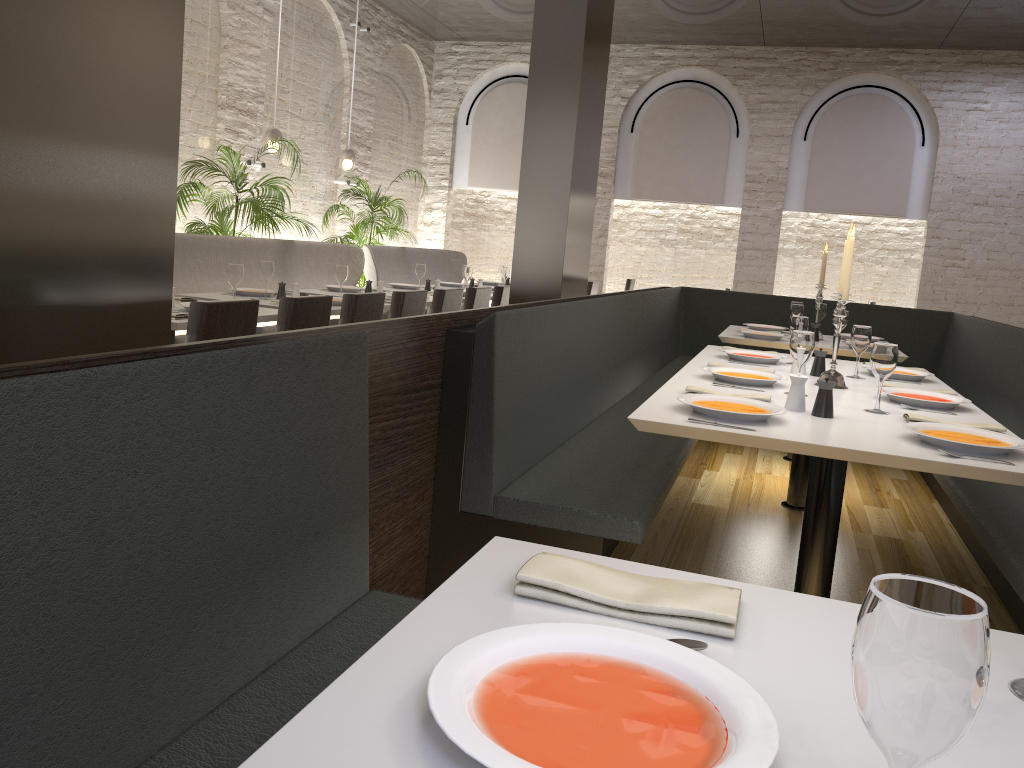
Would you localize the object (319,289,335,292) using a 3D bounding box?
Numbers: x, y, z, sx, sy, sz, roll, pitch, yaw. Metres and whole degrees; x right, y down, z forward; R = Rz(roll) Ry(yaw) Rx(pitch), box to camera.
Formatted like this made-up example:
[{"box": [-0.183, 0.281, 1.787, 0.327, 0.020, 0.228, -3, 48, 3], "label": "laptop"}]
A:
[{"box": [-1.327, -0.680, 6.477, 0.185, 0.010, 0.017, 8, 9, 17], "label": "object"}]

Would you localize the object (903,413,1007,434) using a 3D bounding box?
[{"box": [1.382, 0.125, 2.777, 0.273, 0.033, 0.143, 8, 9, 17], "label": "object"}]

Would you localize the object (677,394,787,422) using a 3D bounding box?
[{"box": [0.651, 0.076, 2.640, 0.322, 0.036, 0.323, 7, 9, 14], "label": "object"}]

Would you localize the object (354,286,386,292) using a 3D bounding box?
[{"box": [-1.149, -0.744, 6.970, 0.273, 0.033, 0.143, 8, 9, 17], "label": "object"}]

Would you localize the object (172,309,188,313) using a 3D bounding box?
[{"box": [-1.514, -0.332, 4.102, 0.181, 0.015, 0.038, 8, 9, 18], "label": "object"}]

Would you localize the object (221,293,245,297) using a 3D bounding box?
[{"box": [-1.677, -0.539, 5.363, 0.185, 0.010, 0.017, 8, 9, 17], "label": "object"}]

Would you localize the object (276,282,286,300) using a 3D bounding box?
[{"box": [-1.402, -0.570, 5.396, 0.059, 0.109, 0.059, 6, 7, 8], "label": "object"}]

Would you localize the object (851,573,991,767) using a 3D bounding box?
[{"box": [0.273, 0.256, 0.616, 0.086, 0.230, 0.087, 9, 8, 28], "label": "object"}]

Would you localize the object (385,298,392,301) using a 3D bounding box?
[{"box": [-0.867, -0.593, 6.151, 0.273, 0.033, 0.143, 8, 9, 17], "label": "object"}]

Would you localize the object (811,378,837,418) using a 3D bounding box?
[{"box": [0.971, 0.043, 2.753, 0.069, 0.126, 0.069, -1, 9, -41], "label": "object"}]

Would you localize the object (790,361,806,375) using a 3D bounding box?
[{"box": [1.250, -0.102, 3.852, 0.069, 0.126, 0.069, 6, 7, 10], "label": "object"}]

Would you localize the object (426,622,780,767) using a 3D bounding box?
[{"box": [0.080, 0.307, 0.824, 0.322, 0.036, 0.322, 11, 11, 36], "label": "object"}]

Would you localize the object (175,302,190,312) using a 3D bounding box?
[{"box": [-1.454, -0.361, 4.274, 0.321, 0.036, 0.323, 5, 9, -1], "label": "object"}]

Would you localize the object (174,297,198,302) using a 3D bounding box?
[{"box": [-1.846, -0.462, 4.752, 0.273, 0.033, 0.143, 8, 9, 17], "label": "object"}]

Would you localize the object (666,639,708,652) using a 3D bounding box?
[{"box": [0.133, 0.289, 1.019, 0.181, 0.015, 0.038, 8, 9, 18], "label": "object"}]

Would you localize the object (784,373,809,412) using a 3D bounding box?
[{"box": [0.908, 0.027, 2.824, 0.069, 0.126, 0.069, 11, 9, 39], "label": "object"}]

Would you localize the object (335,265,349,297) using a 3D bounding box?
[{"box": [-1.087, -0.640, 5.636, 0.086, 0.230, 0.087, 1, 8, -31], "label": "object"}]

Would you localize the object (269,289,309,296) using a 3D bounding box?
[{"box": [-1.499, -0.603, 5.856, 0.273, 0.033, 0.143, 8, 9, 17], "label": "object"}]

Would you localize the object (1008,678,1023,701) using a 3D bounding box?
[{"box": [0.602, 0.231, 0.959, 0.086, 0.230, 0.087, 9, 8, 28], "label": "object"}]

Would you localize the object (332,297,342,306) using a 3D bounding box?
[{"box": [-1.107, -0.502, 5.378, 0.321, 0.036, 0.323, 4, 9, -5], "label": "object"}]

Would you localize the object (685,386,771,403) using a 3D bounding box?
[{"box": [0.728, 0.037, 2.976, 0.273, 0.033, 0.143, 8, 9, 17], "label": "object"}]

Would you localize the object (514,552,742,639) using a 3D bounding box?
[{"box": [0.154, 0.264, 1.147, 0.273, 0.033, 0.143, 8, 9, 17], "label": "object"}]

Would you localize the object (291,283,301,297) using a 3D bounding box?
[{"box": [-1.322, -0.566, 5.419, 0.059, 0.109, 0.059, 6, 7, 8], "label": "object"}]

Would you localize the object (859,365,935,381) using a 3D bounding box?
[{"box": [1.755, -0.046, 4.050, 0.322, 0.036, 0.323, 7, 9, 12], "label": "object"}]

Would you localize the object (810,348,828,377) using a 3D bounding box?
[{"box": [1.327, -0.091, 3.826, 0.069, 0.126, 0.069, 6, 7, 10], "label": "object"}]

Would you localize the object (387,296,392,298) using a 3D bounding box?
[{"box": [-0.817, -0.614, 6.320, 0.181, 0.015, 0.038, 8, 9, 18], "label": "object"}]

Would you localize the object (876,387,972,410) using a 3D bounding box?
[{"box": [1.500, 0.057, 3.241, 0.322, 0.036, 0.322, 11, 11, 36], "label": "object"}]

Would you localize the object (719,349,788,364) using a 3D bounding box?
[{"box": [1.152, -0.127, 4.235, 0.322, 0.036, 0.323, 7, 9, 12], "label": "object"}]

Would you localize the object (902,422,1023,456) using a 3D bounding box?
[{"box": [1.253, 0.157, 2.455, 0.321, 0.036, 0.323, 4, 9, -7], "label": "object"}]

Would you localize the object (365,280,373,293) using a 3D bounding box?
[{"box": [-1.052, -0.712, 6.510, 0.059, 0.109, 0.059, 6, 7, 8], "label": "object"}]

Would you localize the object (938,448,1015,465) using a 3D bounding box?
[{"box": [1.192, 0.187, 2.274, 0.181, 0.015, 0.038, 8, 9, 18], "label": "object"}]

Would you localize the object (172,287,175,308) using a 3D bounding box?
[{"box": [-1.669, -0.426, 4.315, 0.059, 0.109, 0.059, 6, 7, 8], "label": "object"}]

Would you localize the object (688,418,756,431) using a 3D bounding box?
[{"box": [0.577, 0.111, 2.437, 0.185, 0.010, 0.017, 8, 9, 17], "label": "object"}]

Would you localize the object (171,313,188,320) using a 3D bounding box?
[{"box": [-1.563, -0.311, 3.933, 0.273, 0.033, 0.143, 8, 9, 17], "label": "object"}]

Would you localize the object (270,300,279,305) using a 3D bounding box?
[{"box": [-1.216, -0.451, 5.038, 0.273, 0.033, 0.143, 8, 9, 17], "label": "object"}]

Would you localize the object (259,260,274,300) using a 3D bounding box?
[{"box": [-1.464, -0.617, 5.278, 0.086, 0.230, 0.087, 1, 8, -31], "label": "object"}]

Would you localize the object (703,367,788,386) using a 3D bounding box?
[{"box": [0.898, -0.024, 3.426, 0.322, 0.036, 0.322, 11, 11, 36], "label": "object"}]

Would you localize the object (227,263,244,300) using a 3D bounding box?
[{"box": [-1.426, -0.502, 4.556, 0.087, 0.230, 0.086, 8, 7, 23], "label": "object"}]

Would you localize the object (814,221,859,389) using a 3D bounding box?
[{"box": [1.292, -0.314, 3.476, 0.132, 0.654, 0.391, 8, 8, 27], "label": "object"}]

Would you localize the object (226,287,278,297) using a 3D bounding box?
[{"box": [-1.617, -0.570, 5.536, 0.321, 0.036, 0.323, 4, 9, -5], "label": "object"}]

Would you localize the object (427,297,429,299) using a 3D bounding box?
[{"box": [-0.709, -0.655, 6.663, 0.185, 0.010, 0.017, 8, 9, 17], "label": "object"}]
